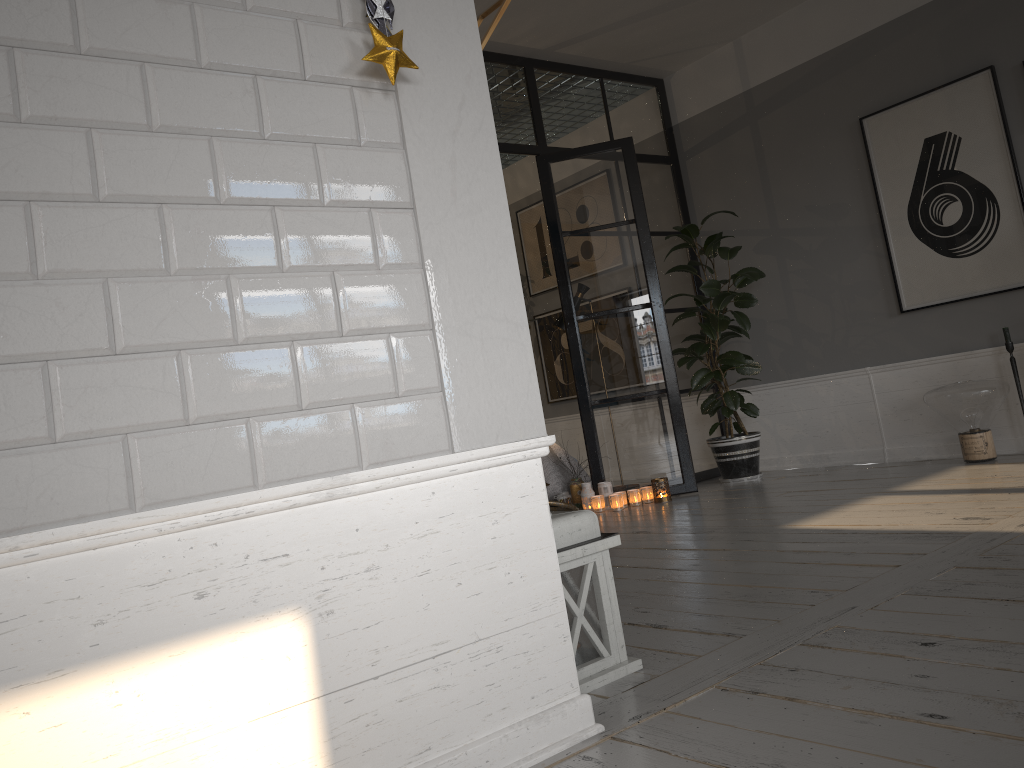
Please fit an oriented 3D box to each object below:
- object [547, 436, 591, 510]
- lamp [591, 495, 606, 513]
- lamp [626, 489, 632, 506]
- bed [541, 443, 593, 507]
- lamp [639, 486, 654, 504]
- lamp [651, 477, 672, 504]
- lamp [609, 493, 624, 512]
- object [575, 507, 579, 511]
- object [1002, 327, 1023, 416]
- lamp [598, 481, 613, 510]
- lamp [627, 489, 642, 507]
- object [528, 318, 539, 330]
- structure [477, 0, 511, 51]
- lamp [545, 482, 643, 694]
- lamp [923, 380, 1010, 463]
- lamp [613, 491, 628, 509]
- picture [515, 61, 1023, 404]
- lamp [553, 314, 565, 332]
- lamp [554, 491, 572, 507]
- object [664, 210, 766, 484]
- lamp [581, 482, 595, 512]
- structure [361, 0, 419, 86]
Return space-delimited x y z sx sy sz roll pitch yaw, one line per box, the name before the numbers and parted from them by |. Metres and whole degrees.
object | 0.442 0.551 5.809 0.437 0.525 0.277 -10 -5 2
lamp | 0.528 0.731 5.390 0.080 0.099 0.080 -11 -5 16
lamp | 0.741 0.704 5.494 0.062 0.091 0.063 -13 -6 33
bed | -0.844 0.655 6.388 1.904 0.775 2.302 -7 -3 -38
lamp | 0.831 0.683 5.433 0.080 0.099 0.080 -10 -5 2
lamp | 0.908 0.646 5.378 0.107 0.142 0.107 -11 -5 15
lamp | 0.628 0.711 5.306 0.080 0.099 0.080 -10 -5 2
object | 0.272 0.813 5.624 0.325 0.054 0.087 -10 -3 15
object | 2.801 0.016 4.705 0.277 0.705 0.092 -15 -8 44
lamp | 0.587 0.691 5.471 0.092 0.167 0.089 -11 -6 18
lamp | 0.749 0.695 5.395 0.080 0.099 0.080 -10 -5 2
object | -0.219 -0.118 7.992 1.239 2.219 1.346 -14 -7 38
structure | -0.237 -1.045 2.221 0.186 0.780 0.490 -5 -7 -38
lamp | 0.078 0.482 2.170 0.287 0.481 0.284 -5 -7 -39
lamp | 2.521 0.204 4.850 0.433 0.440 0.429 -8 -4 -16
lamp | 0.663 0.709 5.389 0.080 0.099 0.080 -10 -5 2
picture | 0.808 -0.976 4.033 4.052 1.806 7.230 -7 -3 -38
lamp | 0.576 0.030 6.274 0.404 1.536 0.230 -9 -6 -8
lamp | 0.337 0.763 5.689 0.095 0.132 0.108 -11 -5 22
object | 0.204 -0.097 4.892 3.909 1.806 1.002 -7 -5 -39
lamp | 0.475 0.706 5.510 0.092 0.181 0.091 -8 -6 -18
structure | -0.271 -0.784 1.718 0.077 0.450 0.134 -14 -8 40
